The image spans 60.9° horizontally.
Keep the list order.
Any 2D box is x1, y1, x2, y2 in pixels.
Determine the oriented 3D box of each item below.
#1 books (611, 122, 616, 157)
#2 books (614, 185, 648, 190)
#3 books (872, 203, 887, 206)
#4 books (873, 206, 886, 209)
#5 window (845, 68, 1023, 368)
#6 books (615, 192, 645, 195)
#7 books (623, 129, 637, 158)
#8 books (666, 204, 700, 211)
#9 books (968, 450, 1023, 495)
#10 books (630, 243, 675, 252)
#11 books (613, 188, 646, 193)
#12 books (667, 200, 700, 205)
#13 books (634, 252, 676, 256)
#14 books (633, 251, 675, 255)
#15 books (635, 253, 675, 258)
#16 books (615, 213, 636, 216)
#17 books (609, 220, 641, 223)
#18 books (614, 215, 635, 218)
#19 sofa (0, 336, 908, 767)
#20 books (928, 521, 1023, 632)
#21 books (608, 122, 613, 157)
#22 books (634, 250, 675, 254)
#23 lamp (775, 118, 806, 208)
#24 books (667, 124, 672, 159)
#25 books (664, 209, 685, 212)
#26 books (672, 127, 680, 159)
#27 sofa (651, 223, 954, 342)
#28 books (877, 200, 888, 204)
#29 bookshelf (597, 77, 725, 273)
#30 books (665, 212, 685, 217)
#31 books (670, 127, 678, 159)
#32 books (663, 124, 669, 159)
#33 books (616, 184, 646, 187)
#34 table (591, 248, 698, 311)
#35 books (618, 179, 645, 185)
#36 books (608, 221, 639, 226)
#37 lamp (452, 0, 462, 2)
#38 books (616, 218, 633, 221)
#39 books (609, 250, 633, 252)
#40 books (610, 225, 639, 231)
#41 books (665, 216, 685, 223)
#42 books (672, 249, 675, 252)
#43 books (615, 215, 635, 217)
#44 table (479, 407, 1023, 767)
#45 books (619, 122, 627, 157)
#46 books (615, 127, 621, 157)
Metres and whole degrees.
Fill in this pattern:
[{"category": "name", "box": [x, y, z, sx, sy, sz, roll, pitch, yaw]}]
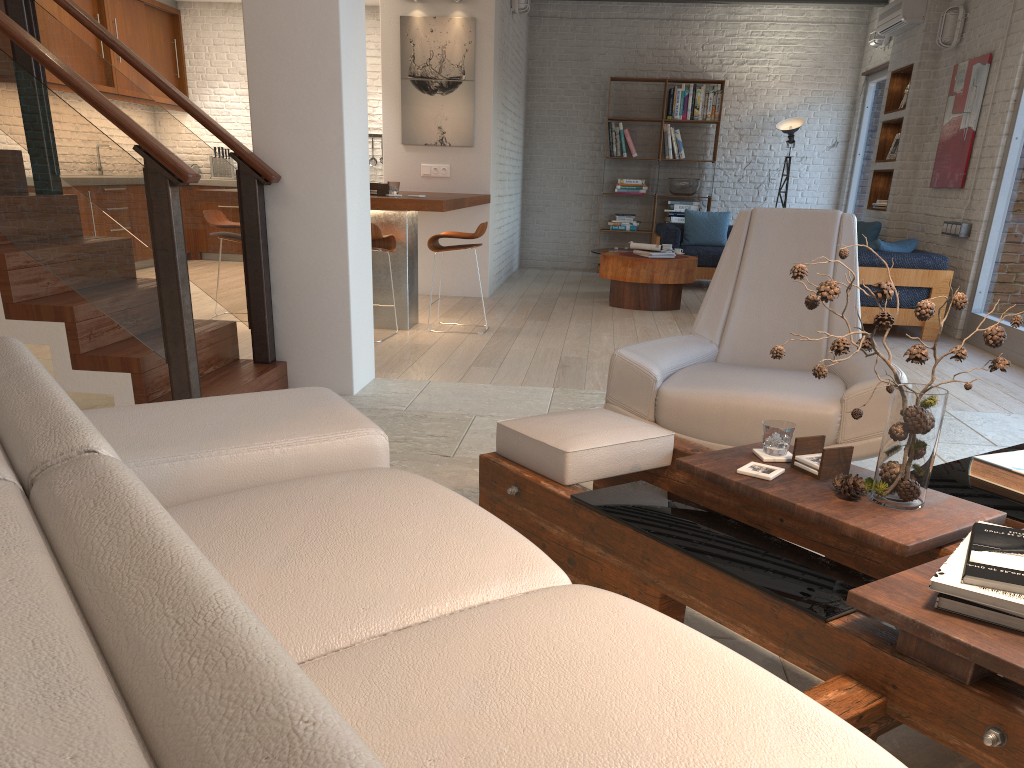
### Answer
[{"category": "books", "box": [1.231, -2.953, 10.548, 0.091, 0.406, 0.230, 4, 20, 5]}, {"category": "books", "box": [1.458, -2.412, 10.708, 0.380, 0.038, 0.231, 2, 14, -1]}, {"category": "books", "box": [3.683, -1.772, 8.625, 0.170, 0.020, 0.224, 4, 14, 7]}, {"category": "books", "box": [3.676, -1.749, 8.647, 0.161, 0.018, 0.240, 6, 14, 15]}, {"category": "window", "box": [3.755, -3.077, 3.977, 0.647, 6.756, 11.680, 4, 16, 5]}, {"category": "books", "box": [1.455, -2.351, 10.746, 0.355, 0.022, 0.258, 3, 13, 5]}, {"category": "books", "box": [1.429, -2.912, 10.555, 0.195, 0.336, 0.240, 4, 19, 5]}, {"category": "books", "box": [2.108, -2.180, 10.756, 0.380, 0.068, 0.231, 2, 14, -1]}, {"category": "books", "box": [1.485, 0.246, 2.407, 0.324, 0.060, 0.243, -4, 15, -24]}, {"category": "books", "box": [1.297, -1.241, 8.048, 0.314, 0.115, 0.264, 13, 18, 36]}, {"category": "books", "box": [1.446, -2.378, 10.730, 0.379, 0.038, 0.231, 2, 14, 0]}, {"category": "books", "box": [2.105, -2.230, 10.732, 0.379, 0.038, 0.231, 3, 14, 5]}, {"category": "books", "box": [1.310, -1.194, 8.011, 0.250, 0.011, 0.304, -4, 15, -25]}, {"category": "books", "box": [1.302, -1.201, 7.991, 0.250, 0.011, 0.304, -4, 15, -25]}, {"category": "books", "box": [1.310, -1.180, 8.001, 0.252, 0.011, 0.302, -2, 14, -15]}, {"category": "books", "box": [1.410, -2.107, 10.851, 0.252, 0.018, 0.153, 3, 14, 5]}, {"category": "books", "box": [1.405, -2.027, 10.872, 0.380, 0.019, 0.231, 2, 13, -2]}, {"category": "books", "box": [1.403, -2.086, 10.880, 0.236, 0.020, 0.162, 2, 13, -2]}, {"category": "sofa", "box": [-0.330, 0.424, 1.354, 1.126, 0.799, 2.239, -9, 18, -34]}, {"category": "books", "box": [0.961, 0.356, 1.628, 0.244, 0.079, 0.388, 13, 17, 37]}, {"category": "books", "box": [1.193, -2.953, 10.543, 0.091, 0.406, 0.230, 4, 20, 5]}, {"category": "books", "box": [1.301, -1.210, 7.979, 0.251, 0.011, 0.303, -3, 14, -20]}, {"category": "lamp", "box": [3.358, -2.139, 10.271, 0.503, 1.948, 0.823, -7, 22, -21]}, {"category": "books", "box": [1.887, -2.909, 10.480, 0.103, 0.405, 0.230, 4, 20, 5]}, {"category": "books", "box": [2.097, -2.135, 10.756, 0.444, 0.022, 0.258, 3, 13, 5]}, {"category": "books", "box": [1.963, -2.892, 10.498, 0.124, 0.368, 0.256, 4, 19, 5]}, {"category": "sofa", "box": [2.501, -1.136, 8.568, 2.077, 0.699, 3.742, 3, 14, 5]}, {"category": "books", "box": [3.686, -1.800, 8.621, 0.132, 0.036, 0.196, 6, 14, 15]}, {"category": "bookshelf", "box": [1.774, -2.481, 10.648, 1.317, 2.325, 0.344, 4, 21, 4]}, {"category": "books", "box": [2.078, -2.095, 10.761, 0.326, 0.059, 0.241, 2, 14, 0]}, {"category": "books", "box": [1.940, -2.891, 10.491, 0.124, 0.368, 0.256, 4, 19, 5]}, {"category": "books", "box": [1.852, -2.916, 10.504, 0.101, 0.405, 0.230, 4, 20, 5]}, {"category": "books", "box": [1.459, -2.445, 10.716, 0.355, 0.022, 0.257, 3, 13, 3]}, {"category": "table", "box": [1.264, -1.070, 8.593, 1.073, 0.472, 1.738, 5, 14, 11]}, {"category": "books", "box": [1.468, -2.482, 10.698, 0.326, 0.059, 0.241, 4, 14, 7]}, {"category": "books", "box": [1.389, -2.003, 10.893, 0.379, 0.038, 0.231, 3, 14, 5]}, {"category": "lamp", "box": [-0.462, -3.287, 7.354, 0.078, 0.110, 0.077, 14, 22, 31]}, {"category": "books", "box": [1.407, -2.058, 10.884, 0.205, 0.036, 0.125, 3, 14, 5]}, {"category": "books", "box": [1.140, -1.313, 8.710, 0.316, 0.011, 0.241, 6, 14, 17]}, {"category": "books", "box": [1.408, -1.955, 10.902, 0.325, 0.059, 0.242, 6, 14, 14]}, {"category": "books", "box": [2.104, -2.036, 10.793, 0.379, 0.068, 0.231, 0, 14, -8]}, {"category": "books", "box": [1.583, -1.393, 9.089, 0.228, 0.024, 0.156, -8, 17, -35]}, {"category": "books", "box": [1.409, -2.098, 10.868, 0.242, 0.009, 0.148, 3, 13, 5]}, {"category": "table", "box": [1.173, 0.446, 2.238, 1.943, 0.454, 2.118, -7, 16, -33]}, {"category": "books", "box": [1.336, -2.942, 10.529, 0.121, 0.403, 0.230, 4, 20, 5]}, {"category": "books", "box": [1.283, -2.929, 10.571, 0.102, 0.352, 0.240, 4, 19, 5]}]
